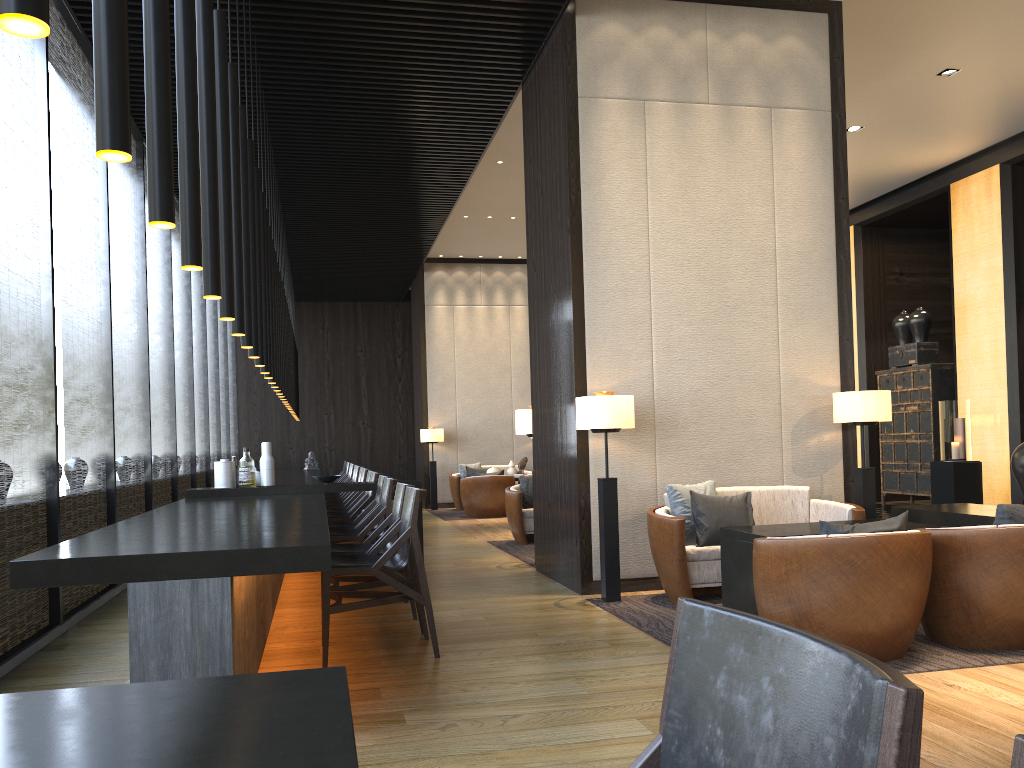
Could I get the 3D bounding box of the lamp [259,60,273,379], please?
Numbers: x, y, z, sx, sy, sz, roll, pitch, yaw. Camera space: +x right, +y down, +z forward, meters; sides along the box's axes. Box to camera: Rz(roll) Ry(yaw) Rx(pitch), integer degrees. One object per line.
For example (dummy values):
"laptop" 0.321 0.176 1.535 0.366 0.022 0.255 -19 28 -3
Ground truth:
"lamp" -1.852 -1.251 6.608 0.060 2.419 0.060 -2 -1 -17

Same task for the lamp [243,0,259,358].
"lamp" -1.532 -1.361 5.144 0.060 2.419 0.060 -2 -1 -17

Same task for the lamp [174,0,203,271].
"lamp" -0.983 -1.549 2.629 0.060 2.419 0.060 -2 -1 -17

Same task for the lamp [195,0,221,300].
"lamp" -1.093 -1.511 3.132 0.060 2.419 0.060 -2 -1 -17

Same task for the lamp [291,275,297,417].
"lamp" -3.480 -0.693 14.065 0.060 2.419 0.060 -2 -1 -17

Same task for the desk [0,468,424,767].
"desk" -0.564 0.816 2.190 1.779 0.759 28.792 -1 -4 -12

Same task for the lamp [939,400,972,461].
"lamp" 5.383 0.564 10.759 0.336 0.729 0.337 -1 -1 -39

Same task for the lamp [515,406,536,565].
"lamp" 0.233 0.859 7.489 0.375 1.350 0.375 -2 -1 17

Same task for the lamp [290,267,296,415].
"lamp" -3.377 -0.728 13.597 0.060 2.419 0.060 -2 -1 -17

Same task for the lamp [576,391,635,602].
"lamp" 0.619 0.727 5.723 0.374 1.350 0.375 -1 -1 -22

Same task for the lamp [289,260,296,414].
"lamp" -3.277 -0.762 13.138 0.060 2.419 0.060 -2 -1 -17

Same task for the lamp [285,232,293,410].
"lamp" -2.971 -0.867 11.737 0.060 2.419 0.060 -2 -1 -17

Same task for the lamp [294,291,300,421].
"lamp" -3.913 -0.544 16.051 0.060 2.419 0.060 -2 -1 -17

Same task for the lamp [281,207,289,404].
"lamp" -2.664 -0.973 10.329 0.060 2.419 0.060 -2 -1 -7

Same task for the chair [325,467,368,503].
"chair" -1.823 1.336 9.694 0.563 0.826 0.526 -1 -2 -12

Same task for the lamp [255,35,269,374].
"lamp" -1.760 -1.283 6.186 0.060 2.419 0.060 -2 -1 -17

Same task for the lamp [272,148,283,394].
"lamp" -2.263 -1.110 8.493 0.060 2.419 0.060 -2 -1 -17

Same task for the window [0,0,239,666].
"window" 3.672 -1.019 2.617 12.049 4.222 31.951 -1 -4 -12

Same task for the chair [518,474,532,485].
"chair" 0.508 1.591 12.854 0.803 0.604 0.607 -1 -2 -12

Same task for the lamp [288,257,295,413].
"lamp" -3.171 -0.799 12.651 0.060 2.419 0.060 -2 -1 -17

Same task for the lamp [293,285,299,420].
"lamp" -3.803 -0.582 15.545 0.060 2.419 0.060 -2 -1 -17

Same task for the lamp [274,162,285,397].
"lamp" -2.358 -1.077 8.928 0.060 2.419 0.060 -2 -1 -17

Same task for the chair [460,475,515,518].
"chair" -0.327 1.604 12.671 0.803 0.604 0.607 -1 -2 -12

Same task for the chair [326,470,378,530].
"chair" -1.485 1.220 8.142 0.563 0.826 0.526 -1 -2 -12

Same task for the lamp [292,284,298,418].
"lamp" -3.588 -0.656 14.562 0.060 2.419 0.060 -2 -1 -17

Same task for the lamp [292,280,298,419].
"lamp" -3.694 -0.619 15.049 0.060 2.419 0.060 -2 -1 -17

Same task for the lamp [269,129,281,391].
"lamp" -2.160 -1.145 8.019 0.060 2.419 0.060 -2 -1 -17

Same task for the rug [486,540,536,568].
"rug" 0.921 1.583 8.565 1.957 0.008 2.246 -1 -4 -12

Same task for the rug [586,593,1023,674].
"rug" 1.715 1.311 4.926 2.040 0.008 2.246 -1 -4 -12

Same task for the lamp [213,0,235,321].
"lamp" -1.205 -1.473 3.645 0.060 2.419 0.060 -2 -1 -17

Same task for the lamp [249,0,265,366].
"lamp" -1.642 -1.323 5.648 0.060 2.419 0.060 -2 -1 -17

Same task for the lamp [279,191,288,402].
"lamp" -2.567 -1.006 9.885 0.060 2.419 0.060 -2 -1 -17

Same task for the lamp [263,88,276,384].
"lamp" -1.963 -1.213 7.118 0.060 2.419 0.060 -2 -1 -17

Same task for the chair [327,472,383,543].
"chair" -1.362 1.177 7.581 0.563 0.826 0.526 -1 -2 -12

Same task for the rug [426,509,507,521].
"rug" -0.177 1.960 13.590 2.040 0.008 2.246 -1 -4 -12

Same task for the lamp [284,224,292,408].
"lamp" -2.875 -0.900 11.294 0.060 2.419 0.060 -2 -1 -7

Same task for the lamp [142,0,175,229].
"lamp" -0.874 -1.586 2.129 0.060 2.419 0.060 -2 -1 -17

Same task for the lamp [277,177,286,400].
"lamp" -2.465 -1.041 9.418 0.060 2.419 0.060 -2 -1 -7

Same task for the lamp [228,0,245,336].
"lamp" -1.313 -1.436 4.141 0.060 2.419 0.060 -2 -1 -17

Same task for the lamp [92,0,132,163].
"lamp" -0.765 -1.624 1.632 0.060 2.419 0.060 -2 -1 -17

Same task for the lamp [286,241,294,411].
"lamp" -3.072 -0.833 12.199 0.060 2.419 0.060 -2 -1 -17

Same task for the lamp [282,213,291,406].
"lamp" -2.769 -0.936 10.812 0.060 2.419 0.060 -2 -1 -17

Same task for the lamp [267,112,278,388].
"lamp" -2.062 -1.179 7.573 0.060 2.419 0.060 -2 -1 -17

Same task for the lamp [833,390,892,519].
"lamp" 2.438 0.715 6.120 0.375 1.318 0.375 -2 -1 32

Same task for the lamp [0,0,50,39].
"lamp" -0.657 -1.661 1.135 0.060 2.419 0.060 -2 -1 -17

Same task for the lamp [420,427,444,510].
"lamp" -1.288 1.381 14.458 0.375 1.350 0.375 -2 -1 17

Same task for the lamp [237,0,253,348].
"lamp" -1.422 -1.398 4.642 0.060 2.419 0.060 -2 -1 -17

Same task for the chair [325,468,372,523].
"chair" -1.701 1.294 9.132 0.563 0.826 0.526 -1 -2 -12
